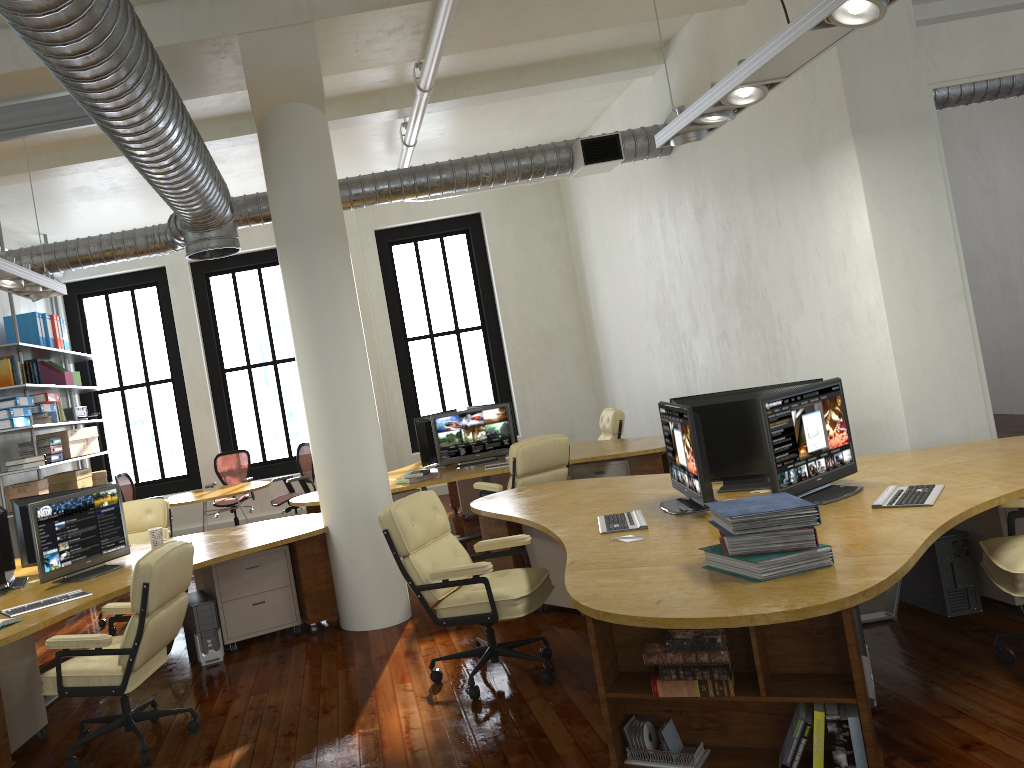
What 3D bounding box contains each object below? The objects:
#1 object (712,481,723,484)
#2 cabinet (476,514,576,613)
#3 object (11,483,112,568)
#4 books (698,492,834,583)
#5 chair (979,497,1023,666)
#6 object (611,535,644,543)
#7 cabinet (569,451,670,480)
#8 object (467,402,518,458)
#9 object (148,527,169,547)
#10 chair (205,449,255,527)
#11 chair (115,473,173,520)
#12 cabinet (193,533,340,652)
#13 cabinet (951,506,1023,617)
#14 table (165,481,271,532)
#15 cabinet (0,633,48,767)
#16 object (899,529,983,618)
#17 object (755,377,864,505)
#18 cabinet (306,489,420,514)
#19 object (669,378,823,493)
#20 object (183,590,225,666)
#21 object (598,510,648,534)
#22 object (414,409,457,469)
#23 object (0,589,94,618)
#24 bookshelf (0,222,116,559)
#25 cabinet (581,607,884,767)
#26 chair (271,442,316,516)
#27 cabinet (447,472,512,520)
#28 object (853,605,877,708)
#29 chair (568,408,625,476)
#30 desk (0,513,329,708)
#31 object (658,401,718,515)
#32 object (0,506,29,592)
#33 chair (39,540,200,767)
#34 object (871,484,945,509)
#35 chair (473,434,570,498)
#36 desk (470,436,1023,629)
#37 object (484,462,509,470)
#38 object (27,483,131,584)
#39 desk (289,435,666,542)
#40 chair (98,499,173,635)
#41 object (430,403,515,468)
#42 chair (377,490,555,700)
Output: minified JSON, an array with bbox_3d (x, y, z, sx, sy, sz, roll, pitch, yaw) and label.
[{"bbox_3d":[1.440,0.550,5.296,0.515,0.016,0.211,-9,1,27],"label":"object"},{"bbox_3d":[0.435,1.109,5.932,0.807,0.709,0.970,-10,0,-36],"label":"cabinet"},{"bbox_3d":[-3.223,1.050,6.434,0.832,0.552,0.282,-10,-1,9],"label":"object"},{"bbox_3d":[0.923,0.566,3.310,0.427,0.227,0.447,-10,1,5],"label":"books"},{"bbox_3d":[2.369,0.661,3.609,0.835,1.021,0.668,-10,0,20],"label":"chair"},{"bbox_3d":[0.541,0.723,4.162,0.105,0.015,0.141,-10,1,-18],"label":"object"},{"bbox_3d":[1.108,0.955,8.257,0.969,0.709,0.808,-10,0,30],"label":"cabinet"},{"bbox_3d":[-0.202,0.487,9.355,0.267,0.552,0.876,-9,0,-33],"label":"object"},{"bbox_3d":[-2.726,1.174,6.833,0.119,0.131,0.129,-10,0,35],"label":"object"},{"bbox_3d":[-3.686,1.482,11.799,0.741,1.158,0.745,-10,0,3],"label":"chair"},{"bbox_3d":[-4.471,1.629,10.968,0.765,1.158,0.722,-10,0,-1],"label":"chair"},{"bbox_3d":[-1.844,1.484,6.604,0.823,0.709,0.953,-10,0,-28],"label":"cabinet"},{"bbox_3d":[2.782,0.732,4.650,0.882,0.709,0.894,-10,0,-5],"label":"cabinet"},{"bbox_3d":[-3.623,1.696,10.844,1.590,0.745,1.377,-9,1,21],"label":"table"},{"bbox_3d":[-2.992,1.712,4.667,0.901,0.709,0.875,-10,0,2],"label":"cabinet"},{"bbox_3d":[2.226,0.976,4.751,0.177,0.411,0.487,-10,0,-10],"label":"object"},{"bbox_3d":[1.483,0.286,4.401,0.733,0.552,0.319,-10,0,-39],"label":"object"},{"bbox_3d":[-1.377,1.372,8.521,0.818,0.709,0.958,-10,0,-31],"label":"cabinet"},{"bbox_3d":[1.348,0.298,4.992,0.881,0.552,0.265,-9,0,31],"label":"object"},{"bbox_3d":[-2.175,1.698,6.206,0.167,0.411,0.515,-9,0,-28],"label":"object"},{"bbox_3d":[0.565,0.710,4.588,0.238,0.016,0.458,-10,1,6],"label":"object"},{"bbox_3d":[-0.764,0.582,9.380,0.319,0.552,0.733,-10,0,33],"label":"object"},{"bbox_3d":[-2.658,1.249,5.068,0.431,0.016,0.251,-10,1,-40],"label":"object"},{"bbox_3d":[-5.759,0.267,10.987,0.644,4.605,3.661,-10,0,-11],"label":"bookshelf"},{"bbox_3d":[0.876,1.076,3.451,0.957,0.709,0.819,-10,0,25],"label":"cabinet"},{"bbox_3d":[-5.319,1.809,8.873,7.216,1.158,1.033,-10,0,-35],"label":"chair"},{"bbox_3d":[-0.330,1.160,10.526,0.893,0.709,0.883,-10,0,0],"label":"cabinet"},{"bbox_3d":[1.262,1.155,3.832,0.519,0.411,0.166,-10,-1,27],"label":"object"},{"bbox_3d":[0.865,0.812,9.716,0.787,1.021,0.711,-10,0,0],"label":"chair"},{"bbox_3d":[-3.411,1.736,6.326,3.835,0.734,3.530,-9,1,33],"label":"desk"},{"bbox_3d":[0.904,0.378,4.731,0.296,0.552,0.793,-10,0,0],"label":"object"},{"bbox_3d":[-3.475,1.100,5.986,0.273,0.552,0.857,-10,0,-24],"label":"object"},{"bbox_3d":[-2.044,1.392,4.668,0.801,1.021,0.699,-10,0,5],"label":"chair"},{"bbox_3d":[1.814,0.508,4.051,0.251,0.016,0.431,-9,1,34],"label":"object"},{"bbox_3d":[0.106,0.974,7.749,0.653,1.021,0.851,-9,0,-36],"label":"chair"},{"bbox_3d":[1.105,0.992,5.016,3.549,0.734,3.817,-10,1,-35],"label":"desk"},{"bbox_3d":[-0.024,0.747,8.289,0.490,0.016,0.222,-10,1,8],"label":"object"},{"bbox_3d":[-2.856,0.996,5.907,0.314,0.552,0.746,-10,0,22],"label":"object"},{"bbox_3d":[-0.244,1.144,9.489,3.935,0.734,3.469,-10,1,1],"label":"desk"},{"bbox_3d":[-3.312,1.556,7.690,0.735,1.021,0.762,-10,0,4],"label":"chair"},{"bbox_3d":[-0.374,0.525,8.834,0.792,0.552,0.296,-10,-1,-6],"label":"object"},{"bbox_3d":[-0.204,1.078,4.796,0.844,1.021,0.660,-10,0,25],"label":"chair"}]
